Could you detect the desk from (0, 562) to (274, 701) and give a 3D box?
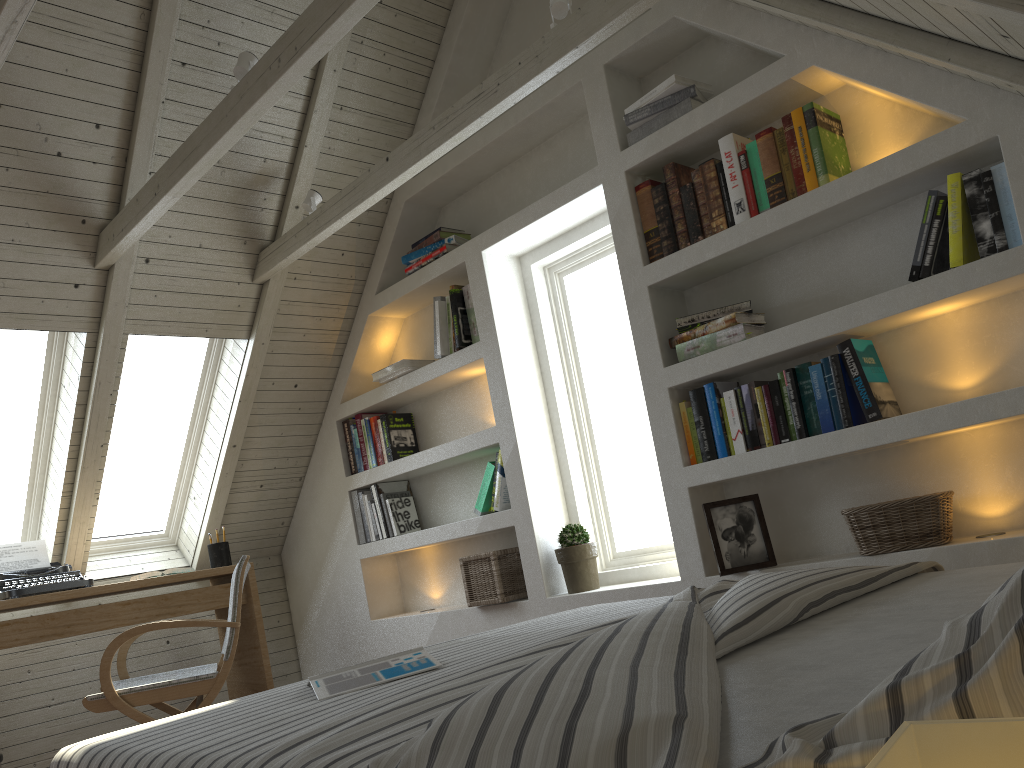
[{"bbox_3d":[-1.651,1.217,3.484,1.317,0.797,0.384,-2,-10,-45],"label":"desk"}]

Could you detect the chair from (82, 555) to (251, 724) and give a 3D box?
[{"bbox_3d":[-1.104,1.022,2.954,0.556,0.783,0.561,-8,-6,-20],"label":"chair"}]

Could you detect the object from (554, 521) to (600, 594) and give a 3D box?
[{"bbox_3d":[0.239,0.627,3.229,0.162,0.268,0.159,-15,-7,37],"label":"object"}]

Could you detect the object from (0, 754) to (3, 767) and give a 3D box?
[{"bbox_3d":[-1.927,1.476,3.137,0.228,0.250,0.223,-16,-9,38],"label":"object"}]

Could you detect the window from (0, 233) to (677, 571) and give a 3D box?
[{"bbox_3d":[-0.978,0.249,3.268,3.127,1.359,1.406,-15,-8,22],"label":"window"}]

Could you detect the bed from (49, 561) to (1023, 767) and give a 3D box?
[{"bbox_3d":[0.329,0.498,1.415,1.862,0.697,1.915,-1,-14,-44],"label":"bed"}]

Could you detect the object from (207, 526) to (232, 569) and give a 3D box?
[{"bbox_3d":[-1.286,0.720,3.855,0.088,0.184,0.089,-11,-5,8],"label":"object"}]

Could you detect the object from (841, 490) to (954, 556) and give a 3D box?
[{"bbox_3d":[1.049,0.378,2.373,0.287,0.132,0.177,-17,-11,35],"label":"object"}]

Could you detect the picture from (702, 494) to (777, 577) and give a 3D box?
[{"bbox_3d":[0.677,0.458,2.665,0.173,0.221,0.128,-10,-5,-5],"label":"picture"}]

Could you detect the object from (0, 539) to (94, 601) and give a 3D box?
[{"bbox_3d":[-1.854,0.707,3.404,0.360,0.235,0.387,-18,-11,39],"label":"object"}]

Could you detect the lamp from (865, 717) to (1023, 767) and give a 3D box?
[{"bbox_3d":[0.220,0.270,0.351,0.091,0.250,0.090,-14,-5,35],"label":"lamp"}]

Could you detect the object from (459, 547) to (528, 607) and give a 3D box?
[{"bbox_3d":[-0.053,0.762,3.492,0.203,0.199,0.208,-3,-10,-45],"label":"object"}]
